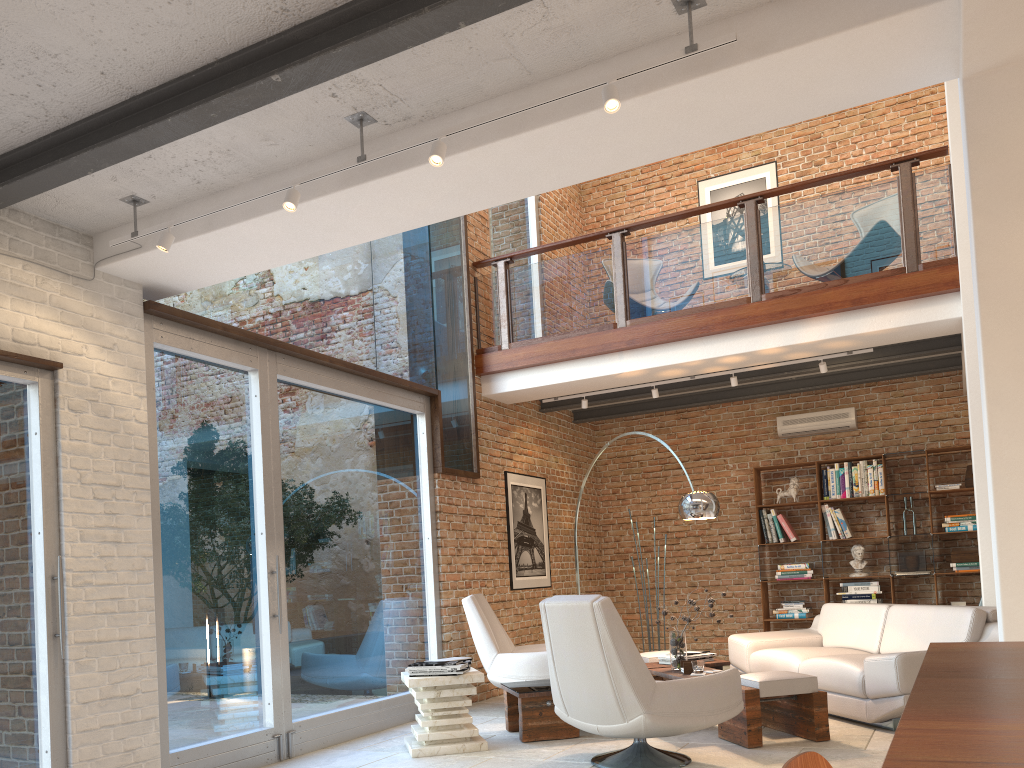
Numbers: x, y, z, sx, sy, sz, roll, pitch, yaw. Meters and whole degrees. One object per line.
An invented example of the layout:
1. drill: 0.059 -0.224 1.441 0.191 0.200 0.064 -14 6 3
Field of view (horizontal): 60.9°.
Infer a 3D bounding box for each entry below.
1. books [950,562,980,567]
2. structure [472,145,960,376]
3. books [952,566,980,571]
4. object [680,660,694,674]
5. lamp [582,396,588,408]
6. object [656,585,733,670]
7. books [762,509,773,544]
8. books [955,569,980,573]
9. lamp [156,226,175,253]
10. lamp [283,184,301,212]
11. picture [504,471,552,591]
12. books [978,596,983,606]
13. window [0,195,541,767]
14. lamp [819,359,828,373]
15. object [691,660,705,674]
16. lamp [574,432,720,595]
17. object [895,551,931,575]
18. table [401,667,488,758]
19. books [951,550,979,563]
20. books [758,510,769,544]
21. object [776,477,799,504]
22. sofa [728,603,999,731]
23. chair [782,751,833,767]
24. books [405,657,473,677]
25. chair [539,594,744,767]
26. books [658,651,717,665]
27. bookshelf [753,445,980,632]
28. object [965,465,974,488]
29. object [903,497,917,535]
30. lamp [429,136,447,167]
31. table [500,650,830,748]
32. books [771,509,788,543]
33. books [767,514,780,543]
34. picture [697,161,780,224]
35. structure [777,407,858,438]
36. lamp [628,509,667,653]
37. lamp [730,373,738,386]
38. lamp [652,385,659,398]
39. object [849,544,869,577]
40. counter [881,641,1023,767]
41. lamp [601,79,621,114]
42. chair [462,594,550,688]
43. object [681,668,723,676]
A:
1. books: 4.614 1.810 8.755 0.383 0.036 0.248 -9 -14 25
2. structure: 2.205 -0.528 2.478 10.244 4.053 14.059 -9 -13 26
3. books: 4.644 1.849 8.777 0.382 0.036 0.248 -8 -13 22
4. object: 1.225 1.961 6.037 0.094 0.080 0.117 -3 -9 -1
5. lamp: 0.716 0.187 8.588 0.059 0.126 0.087 -3 -6 -3
6. object: 1.327 1.750 6.278 0.542 0.596 0.322 -3 -4 -2
7. books: 2.864 1.587 9.698 0.092 0.377 0.246 -4 -5 27
8. books: 4.651 1.873 8.757 0.358 0.020 0.276 -9 -14 25
9. lamp: -1.639 -0.681 4.127 0.087 0.127 0.060 -2 -4 -13
10. lamp: -0.951 -0.804 3.762 0.061 0.119 0.087 -5 -6 29
11. picture: 0.174 1.526 9.003 0.028 1.174 0.922 -4 -6 27
12. books: 4.730 2.108 8.728 0.164 0.365 0.246 -5 -6 27
13. window: -2.662 -0.930 4.437 0.651 6.269 12.513 -4 -10 27
14. lamp: 2.702 -0.152 7.571 0.061 0.113 0.095 -6 -7 34
15. object: 1.260 1.915 5.896 0.091 0.083 0.093 -1 -8 -13
16. lamp: 1.111 1.573 7.577 0.319 2.305 2.070 -2 -7 -26
17. object: 4.129 1.847 8.986 0.338 0.228 0.287 -8 -10 27
18. table: -0.462 2.187 5.846 0.494 0.494 0.505 -1 -8 -13
19. books: 4.604 1.736 8.770 0.338 0.116 0.216 -9 -12 27
20. books: 2.827 1.592 9.708 0.092 0.377 0.246 -4 -5 27
21. object: 3.021 1.165 9.548 0.254 0.278 0.131 -8 -6 35
22. sofa: 2.659 2.050 6.556 1.142 0.739 2.387 -1 -12 -13
23. chair: 0.653 0.999 1.386 0.426 0.761 0.408 -5 -5 27
24. books: -0.452 1.910 5.908 0.390 0.078 0.580 -5 -13 11
25. chair: 0.649 1.699 5.029 1.042 0.997 0.977 -10 -10 43
26. books: 1.349 2.119 6.755 0.401 0.073 0.255 4 -14 -30
27. bookshelf: 4.134 1.803 9.003 3.060 2.160 0.367 -8 -4 27
28. object: 4.625 0.924 8.707 0.193 0.228 0.197 -1 -7 -15
29. object: 4.095 1.360 8.986 0.122 0.392 0.062 -5 -3 30
30. lamp: -0.291 -0.911 3.419 0.061 0.126 0.087 -5 -6 29
31. table: 0.946 2.247 6.298 1.968 0.420 2.260 -1 -12 -12
32. books: 2.953 1.571 9.637 0.122 0.374 0.246 -5 -5 27
33. books: 2.919 1.608 9.690 0.103 0.328 0.257 -5 -6 27
34. picture: 2.627 -1.874 10.072 0.921 1.176 0.027 -6 -3 27
35. structure: 3.347 0.431 9.577 0.820 0.215 0.202 -9 -9 27
36. lamp: 1.528 2.269 9.619 0.418 1.788 0.202 -3 -2 -3
37. lamp: 2.016 -0.032 7.916 0.061 0.126 0.087 -5 -6 29
38. lamp: 1.356 0.075 8.258 0.061 0.119 0.087 -5 -6 29
39. object: 3.673 1.874 9.253 0.198 0.344 0.194 -7 -6 43
40. counter: 1.113 0.680 0.403 1.700 0.900 2.533 -8 -12 26
41. lamp: 0.350 -1.018 3.090 0.059 0.126 0.087 -3 -6 -3
42. chair: 0.113 2.234 7.302 0.986 0.979 1.045 -5 -8 11
43. object: 1.315 1.963 5.961 0.271 0.034 0.255 -3 -12 -1
